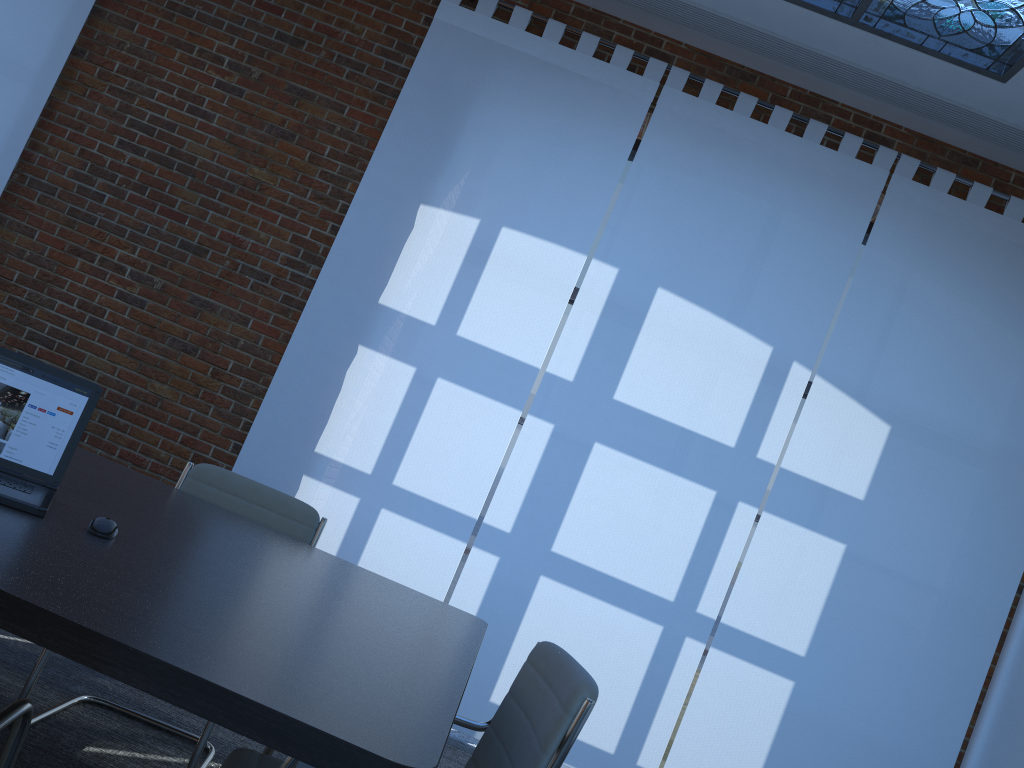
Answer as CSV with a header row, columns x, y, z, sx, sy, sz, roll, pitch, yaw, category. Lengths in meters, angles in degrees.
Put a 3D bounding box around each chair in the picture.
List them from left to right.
x,y,z,sx,sy,sz,roll,pitch,yaw,category
-1.043,0.535,1.164,0.561,0.920,0.707,24,-6,-7,chair
-1.090,0.760,2.948,0.560,0.920,0.708,23,-6,-1,chair
-0.318,0.959,2.043,0.708,0.920,0.561,24,-6,-8,chair

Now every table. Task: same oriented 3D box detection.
x,y,z,sx,sy,sz,roll,pitch,yaw,category
-2.328,0.206,2.238,4.499,0.807,1.818,22,-7,3,table

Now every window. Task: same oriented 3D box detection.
x,y,z,sx,sy,sz,roll,pitch,yaw,category
-1.808,-0.666,5.404,9.612,3.596,0.161,22,-5,3,window

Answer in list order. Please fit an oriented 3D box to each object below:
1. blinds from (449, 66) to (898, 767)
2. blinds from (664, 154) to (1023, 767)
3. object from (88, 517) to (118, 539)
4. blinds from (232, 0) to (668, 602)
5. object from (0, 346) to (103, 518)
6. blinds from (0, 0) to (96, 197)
x,y,z,sx,sy,sz,roll,pitch,yaw,category
0.775,0.203,4.710,1.318,3.744,0.040,22,-5,3,blinds
2.028,0.717,4.633,1.357,3.744,0.040,22,-5,3,blinds
-0.884,0.309,1.921,0.059,0.034,0.101,25,-7,-16,object
-0.463,-0.305,4.785,1.314,3.744,0.040,22,-5,3,blinds
-1.142,0.066,1.915,0.392,0.282,0.322,25,-7,-23,object
-3.307,-1.471,4.959,1.218,3.744,0.040,22,-5,3,blinds
